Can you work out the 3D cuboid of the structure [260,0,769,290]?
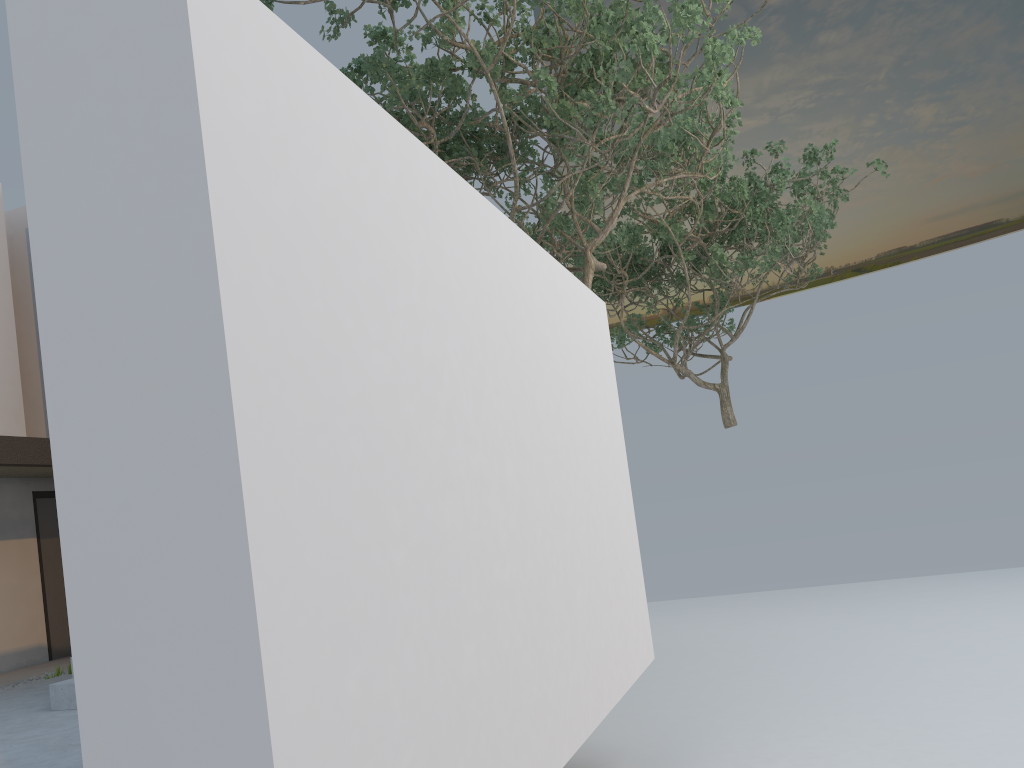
[{"bbox_3d":[0.360,-2.063,7.898,4.332,3.678,5.793,-7,-7,-2],"label":"structure"}]

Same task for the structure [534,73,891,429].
[{"bbox_3d":[2.977,-1.616,13.972,5.506,4.674,7.363,-7,-7,-2],"label":"structure"}]

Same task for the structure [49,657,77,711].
[{"bbox_3d":[-1.869,0.555,9.148,1.163,3.920,6.573,-9,-7,17],"label":"structure"}]
